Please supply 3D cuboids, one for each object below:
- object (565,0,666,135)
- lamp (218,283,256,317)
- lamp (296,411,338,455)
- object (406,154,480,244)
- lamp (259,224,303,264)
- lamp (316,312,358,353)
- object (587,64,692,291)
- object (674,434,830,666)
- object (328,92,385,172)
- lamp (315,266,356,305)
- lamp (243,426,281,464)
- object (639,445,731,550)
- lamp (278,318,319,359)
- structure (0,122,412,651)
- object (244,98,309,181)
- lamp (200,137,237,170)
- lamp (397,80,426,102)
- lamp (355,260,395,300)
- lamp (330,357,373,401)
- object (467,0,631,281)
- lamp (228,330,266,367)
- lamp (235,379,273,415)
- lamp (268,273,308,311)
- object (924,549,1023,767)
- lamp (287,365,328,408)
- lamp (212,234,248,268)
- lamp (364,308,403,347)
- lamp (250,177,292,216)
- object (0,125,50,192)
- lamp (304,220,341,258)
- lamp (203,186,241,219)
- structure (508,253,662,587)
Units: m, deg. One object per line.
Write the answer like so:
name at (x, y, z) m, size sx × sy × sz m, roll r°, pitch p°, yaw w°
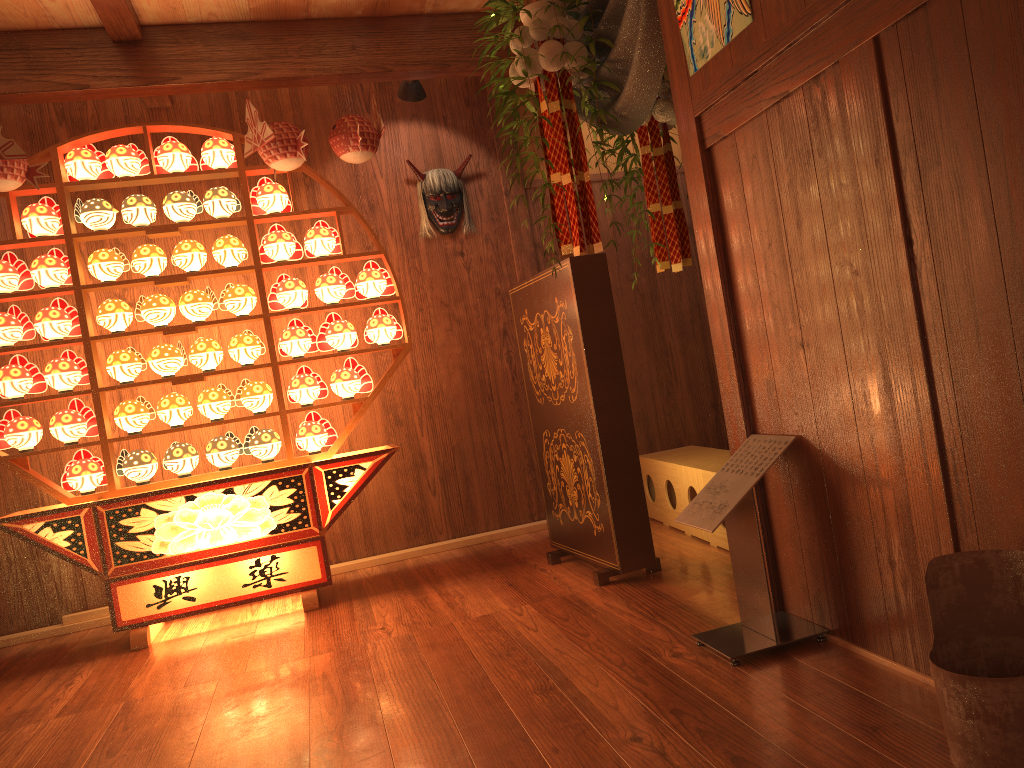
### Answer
object at (0.338, -1.321, 3.441) m, size 0.097 × 0.751 × 1.474 m, roll -10°, pitch 0°, yaw -13°
lamp at (-1.218, -0.383, 3.969) m, size 0.144 × 0.173 × 0.151 m, roll -10°, pitch 1°, yaw -45°
lamp at (-0.918, 0.224, 4.036) m, size 0.195 × 0.197 × 0.157 m, roll -9°, pitch 1°, yaw 0°
object at (-0.360, -0.986, 4.770) m, size 0.370 × 0.453 × 0.135 m, roll -10°, pitch 1°, yaw -16°
lamp at (-1.060, -0.646, 4.019) m, size 0.204 × 0.200 × 0.154 m, roll -10°, pitch 1°, yaw -15°
lamp at (-0.791, -0.244, 4.086) m, size 0.206 × 0.200 × 0.152 m, roll -10°, pitch 1°, yaw -30°
object at (0.653, -1.107, 4.349) m, size 0.766 × 1.260 × 0.525 m, roll -10°, pitch 1°, yaw -29°
object at (0.643, 0.443, 2.454) m, size 0.306 × 0.560 × 0.246 m, roll -10°, pitch 1°, yaw -15°
object at (-0.702, -1.129, 3.894) m, size 0.233 × 0.318 × 0.359 m, roll -10°, pitch 1°, yaw -19°
lamp at (-0.846, -0.454, 4.079) m, size 0.178 × 0.191 × 0.159 m, roll -9°, pitch 1°, yaw 15°
lamp at (-1.108, 0.268, 3.980) m, size 0.151 × 0.173 × 0.144 m, roll -9°, pitch 1°, yaw 40°
object at (0.936, 0.505, 4.089) m, size 0.330 × 0.330 × 1.274 m, roll -9°, pitch 0°, yaw -9°
lamp at (-0.990, -0.209, 4.026) m, size 0.190 × 0.195 × 0.156 m, roll -9°, pitch 1°, yaw -5°
structure at (-1.429, -0.050, 3.896) m, size 1.997 × 2.195 × 0.481 m, roll -10°, pitch 1°, yaw -16°
object at (-1.001, -1.067, 3.804) m, size 0.249 × 0.314 × 0.352 m, roll -10°, pitch 1°, yaw -37°
lamp at (-1.320, -1.044, 3.957) m, size 0.192 × 0.188 × 0.155 m, roll -9°, pitch 1°, yaw -10°
lamp at (-0.500, -1.449, 4.285) m, size 0.135 × 0.177 × 0.175 m, roll -9°, pitch 1°, yaw 5°
lamp at (-0.662, -0.489, 4.131) m, size 0.200 × 0.200 × 0.157 m, roll -9°, pitch 1°, yaw 0°
lamp at (-0.776, -0.023, 4.084) m, size 0.196 × 0.200 × 0.160 m, roll -9°, pitch 1°, yaw 20°
object at (0.169, -1.024, 3.409) m, size 0.585 × 1.260 × 0.691 m, roll -10°, pitch 1°, yaw -26°
lamp at (-1.202, -0.162, 3.963) m, size 0.139 × 0.173 × 0.157 m, roll -9°, pitch 1°, yaw 1°
lamp at (-1.143, 0.051, 3.975) m, size 0.151 × 0.173 × 0.144 m, roll -9°, pitch 1°, yaw 40°
lamp at (-1.002, -0.426, 4.031) m, size 0.195 × 0.187 × 0.152 m, roll -10°, pitch 1°, yaw -35°
object at (0.885, 0.508, 1.611) m, size 0.243 × 0.359 × 0.226 m, roll -10°, pitch 1°, yaw -44°
lamp at (-0.950, 0.009, 4.030) m, size 0.187 × 0.194 × 0.156 m, roll -9°, pitch 1°, yaw -5°
lamp at (-1.269, -0.598, 3.957) m, size 0.141 × 0.173 × 0.155 m, roll -9°, pitch 1°, yaw -9°
lamp at (-0.615, -0.270, 4.137) m, size 0.184 × 0.192 × 0.156 m, roll -9°, pitch 1°, yaw -5°
lamp at (-1.090, -0.865, 4.019) m, size 0.206 × 0.200 × 0.152 m, roll -10°, pitch 1°, yaw -30°
object at (-2.040, -0.907, 3.500) m, size 0.354 × 0.306 × 0.211 m, roll -10°, pitch 1°, yaw -15°
lamp at (-0.888, -0.672, 4.071) m, size 0.189 × 0.195 × 0.157 m, roll -9°, pitch 1°, yaw 0°
lamp at (-1.310, -0.815, 3.953) m, size 0.139 × 0.173 × 0.157 m, roll -9°, pitch 1°, yaw 1°
structure at (0.272, 0.150, 3.695) m, size 0.276 × 1.250 × 0.783 m, roll -10°, pitch 1°, yaw -18°
